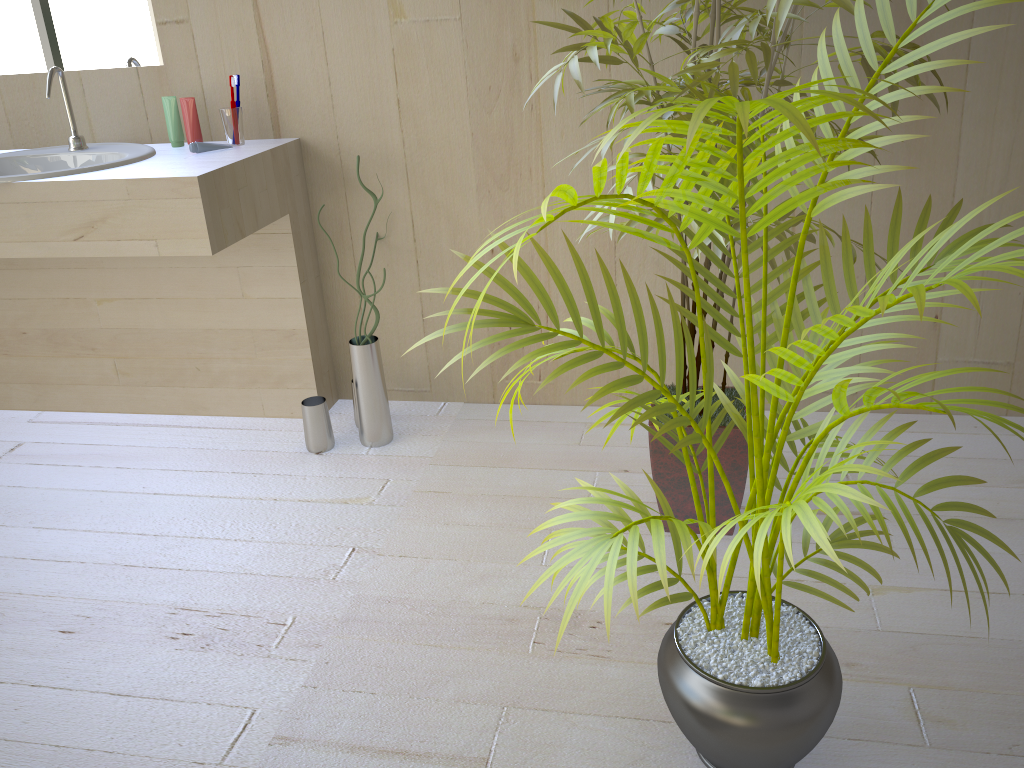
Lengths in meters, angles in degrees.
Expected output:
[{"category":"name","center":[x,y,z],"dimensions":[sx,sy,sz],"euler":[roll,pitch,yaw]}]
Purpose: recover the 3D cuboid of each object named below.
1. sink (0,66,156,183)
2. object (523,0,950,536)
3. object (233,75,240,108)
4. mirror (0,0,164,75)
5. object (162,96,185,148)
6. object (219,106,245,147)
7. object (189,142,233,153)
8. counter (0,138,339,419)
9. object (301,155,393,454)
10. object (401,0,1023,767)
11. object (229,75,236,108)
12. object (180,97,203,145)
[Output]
[{"category":"sink","center":[-1.187,-0.566,2.214],"dimensions":[0.574,0.411,0.514],"euler":[2,23,15]},{"category":"object","center":[0.376,-0.533,1.688],"dimensions":[0.940,1.722,0.798],"euler":[12,26,35]},{"category":"object","center":[-0.719,-0.713,2.307],"dimensions":[0.012,0.172,0.054],"euler":[11,26,35]},{"category":"mirror","center":[-1.283,-1.266,2.315],"dimensions":[0.653,0.851,0.023],"euler":[1,21,12]},{"category":"object","center":[-0.901,-0.697,2.358],"dimensions":[0.039,0.132,0.039],"euler":[-19,25,-33]},{"category":"object","center":[-0.726,-0.670,2.310],"dimensions":[0.058,0.098,0.059],"euler":[5,23,22]},{"category":"object","center":[-0.763,-0.604,2.241],"dimensions":[0.105,0.028,0.033],"euler":[-21,28,-34]},{"category":"counter","center":[-1.183,-0.207,2.408],"dimensions":[1.205,0.775,0.561],"euler":[1,22,12]},{"category":"object","center":[-0.438,-0.225,2.367],"dimensions":[0.274,0.734,0.415],"euler":[-4,21,1]},{"category":"object","center":[0.289,0.036,1.095],"dimensions":[0.757,1.134,0.927],"euler":[17,30,42]},{"category":"object","center":[-0.710,-0.701,2.273],"dimensions":[0.012,0.174,0.050],"euler":[-19,26,-35]},{"category":"object","center":[-0.824,-0.668,2.278],"dimensions":[0.039,0.132,0.039],"euler":[-19,25,-33]}]
